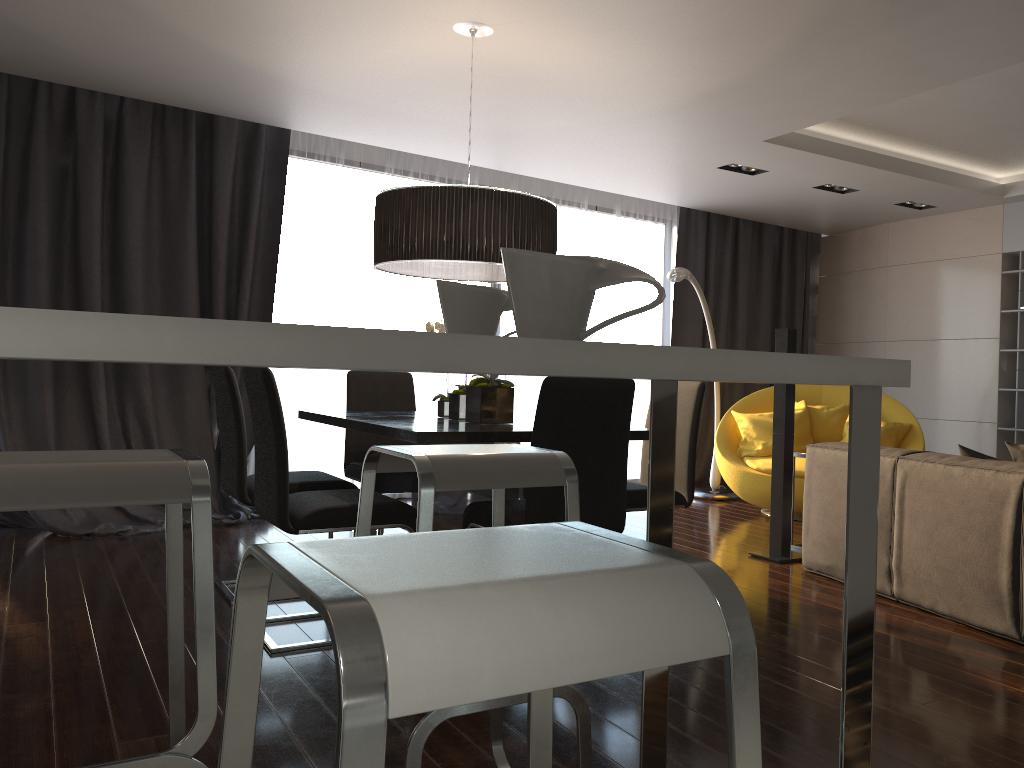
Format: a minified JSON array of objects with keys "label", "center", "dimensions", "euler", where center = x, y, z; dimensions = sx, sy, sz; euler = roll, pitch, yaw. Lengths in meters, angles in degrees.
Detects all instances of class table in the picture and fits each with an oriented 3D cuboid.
[{"label":"table","center":[2.020,0.696,5.182],"dimensions":[0.630,0.563,0.429],"euler":[2,0,-31]},{"label":"table","center":[-0.231,0.537,3.934],"dimensions":[1.092,0.760,1.524],"euler":[2,0,-30]}]

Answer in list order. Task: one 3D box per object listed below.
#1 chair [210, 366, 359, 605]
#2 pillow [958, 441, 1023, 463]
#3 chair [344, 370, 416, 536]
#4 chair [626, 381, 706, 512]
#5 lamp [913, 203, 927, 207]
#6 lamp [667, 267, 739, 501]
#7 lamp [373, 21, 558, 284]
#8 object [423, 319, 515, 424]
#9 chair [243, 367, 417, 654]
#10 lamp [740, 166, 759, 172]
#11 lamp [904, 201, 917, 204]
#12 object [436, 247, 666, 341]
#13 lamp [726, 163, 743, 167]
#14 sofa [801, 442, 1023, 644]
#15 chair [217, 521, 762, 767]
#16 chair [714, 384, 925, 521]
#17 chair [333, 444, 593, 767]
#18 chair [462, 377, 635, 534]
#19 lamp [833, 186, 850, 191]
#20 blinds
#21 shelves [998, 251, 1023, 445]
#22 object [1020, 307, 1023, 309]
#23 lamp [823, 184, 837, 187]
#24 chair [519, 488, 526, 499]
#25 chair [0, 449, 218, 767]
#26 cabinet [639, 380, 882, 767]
[{"label":"chair","center":[-0.999,0.412,3.846],"dimensions":[0.600,0.964,0.407],"euler":[2,0,-31]},{"label":"pillow","center":[2.841,0.410,3.360],"dimensions":[2.028,0.431,1.093],"euler":[2,0,21]},{"label":"chair","center":[-0.623,0.417,4.652],"dimensions":[0.449,0.964,0.544],"euler":[2,0,-30]},{"label":"chair","center":[0.540,0.458,4.006],"dimensions":[0.600,0.964,0.407],"euler":[2,0,-31]},{"label":"lamp","center":[3.478,-1.542,7.450],"dimensions":[0.183,0.077,0.171],"euler":[2,0,-18]},{"label":"lamp","center":[2.344,0.074,7.977],"dimensions":[0.551,1.779,4.465],"euler":[2,0,40]},{"label":"lamp","center":[-0.189,-1.043,3.924],"dimensions":[0.817,1.103,0.791],"euler":[2,0,-6]},{"label":"object","center":[-0.228,-0.094,3.821],"dimensions":[0.326,0.501,0.545],"euler":[2,0,-33]},{"label":"chair","center":[-0.680,0.426,3.260],"dimensions":[0.600,0.964,0.407],"euler":[2,0,-31]},{"label":"lamp","center":[1.747,-1.588,6.391],"dimensions":[0.183,0.077,0.171],"euler":[2,0,-18]},{"label":"lamp","center":[3.316,-1.547,7.350],"dimensions":[0.181,0.077,0.173],"euler":[2,0,-11]},{"label":"object","center":[0.031,-0.119,1.277],"dimensions":[0.197,0.133,0.417],"euler":[2,0,-28]},{"label":"lamp","center":[1.585,-1.592,6.292],"dimensions":[0.186,0.077,0.168],"euler":[2,0,-35]},{"label":"sofa","center":[3.130,0.667,3.974],"dimensions":[2.839,0.704,2.392],"euler":[2,0,-20]},{"label":"chair","center":[-0.038,0.549,0.778],"dimensions":[0.441,0.800,0.410],"euler":[2,0,-30]},{"label":"chair","center":[2.292,0.471,6.593],"dimensions":[1.456,1.005,1.183],"euler":[2,0,26]},{"label":"chair","center":[-0.103,0.538,1.874],"dimensions":[0.441,0.800,0.410],"euler":[2,0,-30]},{"label":"chair","center":[0.132,0.452,3.217],"dimensions":[0.449,0.964,0.544],"euler":[2,0,-30]},{"label":"lamp","center":[2.612,-1.565,6.920],"dimensions":[0.183,0.077,0.171],"euler":[2,0,-18]},{"label":"blinds","center":[-0.080,-0.541,6.970],"dimensions":[7.901,2.894,0.709],"euler":[1,0,-38]},{"label":"shelves","center":[4.605,-0.250,6.514],"dimensions":[0.398,1.600,1.829],"euler":[2,0,-29]},{"label":"object","center":[4.276,-0.708,7.021],"dimensions":[0.298,0.227,0.271],"euler":[2,0,-30]},{"label":"lamp","center":[2.450,-1.569,6.821],"dimensions":[0.181,0.077,0.173],"euler":[2,0,-11]},{"label":"chair","center":[0.220,0.443,4.591],"dimensions":[0.600,0.964,0.407],"euler":[2,0,-31]},{"label":"chair","center":[-0.735,0.522,1.488],"dimensions":[0.441,0.800,0.410],"euler":[2,0,-30]},{"label":"cabinet","center":[0.264,-0.295,1.175],"dimensions":[4.668,2.500,6.585],"euler":[2,0,-30]}]
